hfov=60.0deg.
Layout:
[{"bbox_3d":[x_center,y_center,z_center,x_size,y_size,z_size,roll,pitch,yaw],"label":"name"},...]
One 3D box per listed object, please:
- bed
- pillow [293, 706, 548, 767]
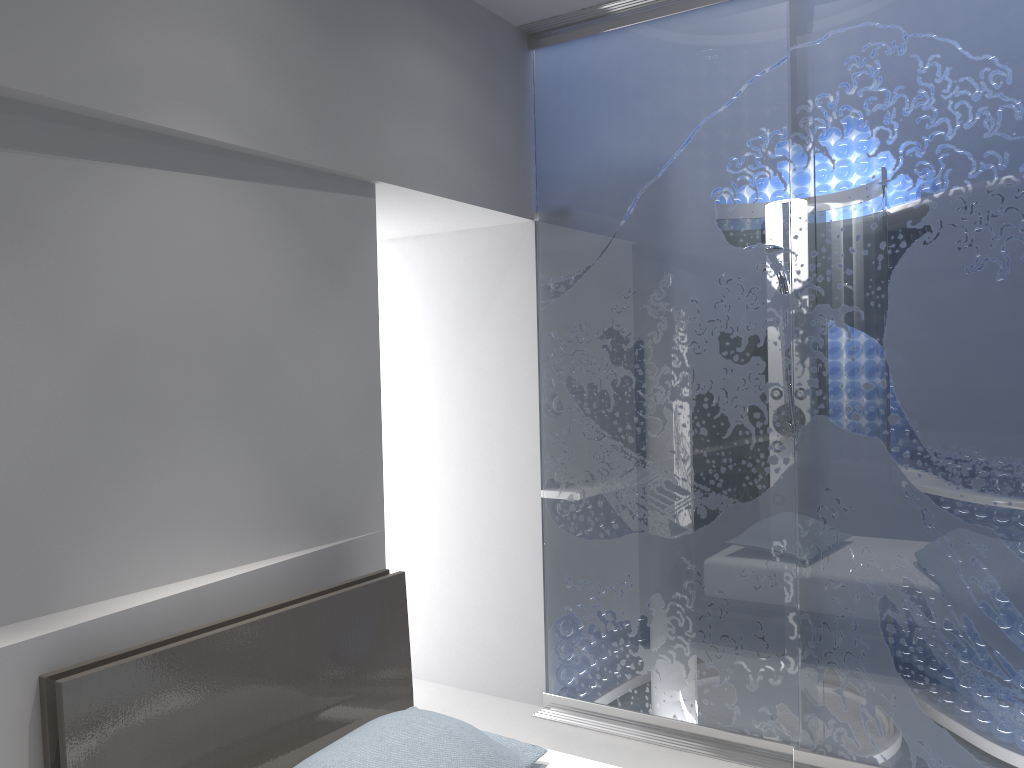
[{"bbox_3d":[0.303,0.928,1.538,2.319,0.752,1.411,-1,1,33],"label":"bed"},{"bbox_3d":[-0.263,0.876,1.983,0.417,0.173,0.746,-1,1,28],"label":"pillow"}]
